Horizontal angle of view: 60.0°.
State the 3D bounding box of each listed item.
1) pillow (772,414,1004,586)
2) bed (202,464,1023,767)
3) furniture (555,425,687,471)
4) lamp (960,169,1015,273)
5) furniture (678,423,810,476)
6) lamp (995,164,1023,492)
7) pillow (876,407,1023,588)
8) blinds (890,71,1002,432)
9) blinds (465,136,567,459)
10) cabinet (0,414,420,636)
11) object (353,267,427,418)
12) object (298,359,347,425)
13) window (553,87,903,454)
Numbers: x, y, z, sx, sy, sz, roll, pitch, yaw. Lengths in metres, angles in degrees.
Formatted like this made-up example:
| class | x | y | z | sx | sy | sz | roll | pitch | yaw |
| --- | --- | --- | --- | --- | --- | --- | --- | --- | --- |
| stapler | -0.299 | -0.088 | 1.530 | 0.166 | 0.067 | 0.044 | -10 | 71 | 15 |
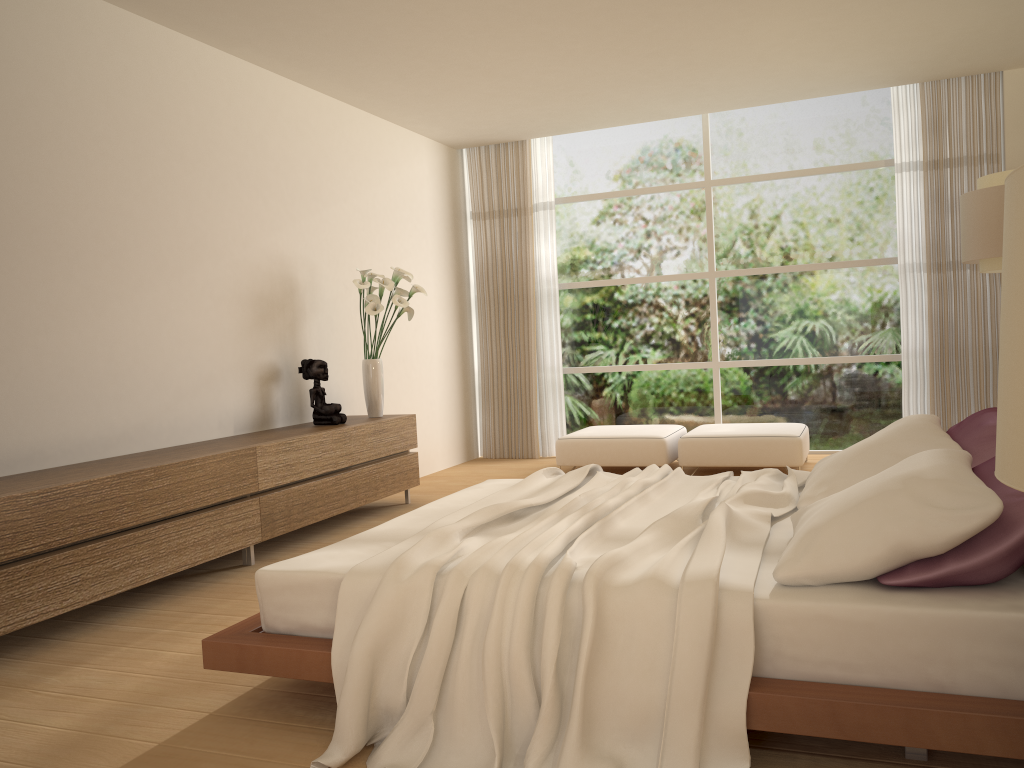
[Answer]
| class | x | y | z | sx | sy | sz | roll | pitch | yaw |
| --- | --- | --- | --- | --- | --- | --- | --- | --- | --- |
| pillow | 1.255 | 0.335 | 3.046 | 0.561 | 0.339 | 1.720 | -2 | 3 | 22 |
| bed | 0.552 | 0.686 | 3.307 | 2.535 | 0.570 | 2.599 | -2 | 3 | 22 |
| furniture | 0.974 | 0.568 | 7.723 | 0.965 | 0.346 | 0.964 | -2 | 3 | 22 |
| lamp | 3.234 | -0.285 | 5.494 | 0.817 | 2.018 | 0.817 | -4 | 3 | -25 |
| furniture | 1.934 | 0.535 | 7.336 | 0.965 | 0.346 | 0.964 | -2 | 3 | 22 |
| lamp | 0.501 | -1.132 | 0.511 | 0.451 | 2.399 | 0.451 | -2 | 3 | 20 |
| pillow | 1.508 | 0.312 | 2.951 | 0.575 | 0.369 | 1.683 | -2 | 3 | 22 |
| blinds | 3.593 | -1.057 | 7.275 | 0.814 | 3.351 | 0.202 | -2 | 3 | 21 |
| blinds | 0.013 | -0.936 | 8.774 | 0.950 | 3.352 | 0.211 | -2 | 3 | 21 |
| cabinet | -1.655 | 0.679 | 4.975 | 0.588 | 0.662 | 3.713 | -2 | 3 | 22 |
| object | -0.887 | -0.306 | 6.378 | 0.515 | 1.085 | 0.608 | -4 | 3 | -20 |
| object | -1.280 | 0.051 | 6.026 | 0.282 | 0.453 | 0.181 | -2 | 3 | 22 |
| window | 1.873 | -1.022 | 8.300 | 4.781 | 3.371 | 0.071 | -2 | 3 | 22 |
